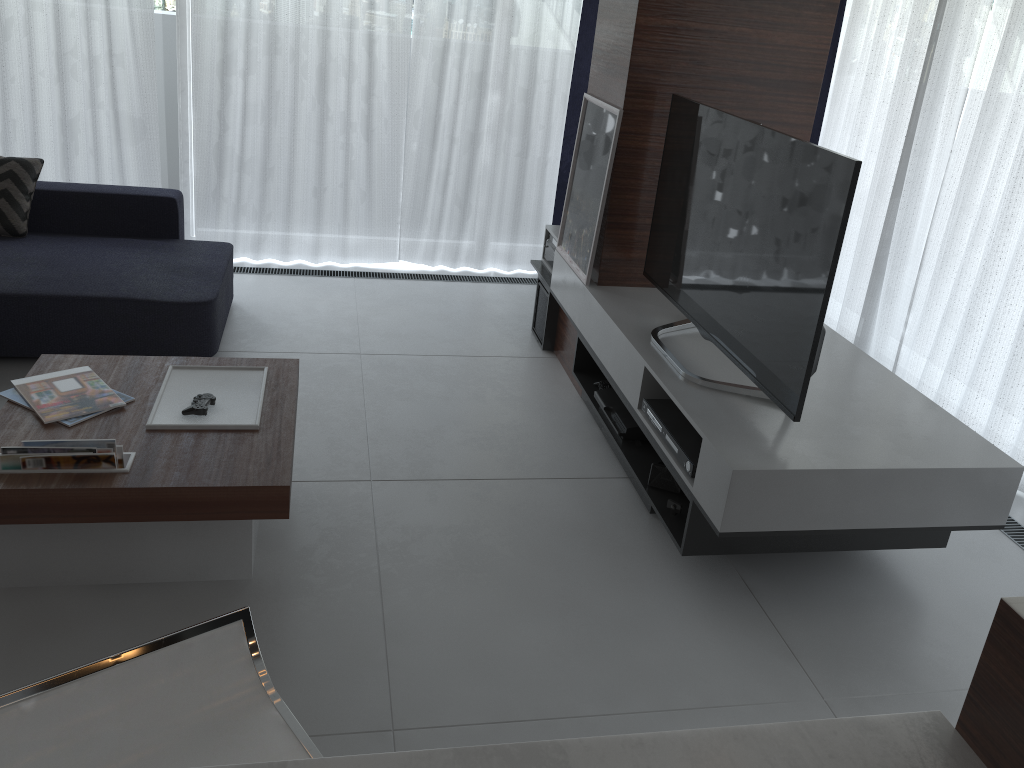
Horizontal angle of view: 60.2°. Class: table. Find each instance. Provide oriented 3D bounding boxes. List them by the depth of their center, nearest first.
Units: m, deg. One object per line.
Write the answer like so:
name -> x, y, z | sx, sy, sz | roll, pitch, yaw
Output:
table -> -1.054, 0.230, 2.594 | 0.805, 0.342, 0.825 | 1, 24, -12

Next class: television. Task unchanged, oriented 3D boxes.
television -> 0.692, -0.444, 2.816 | 0.297, 0.763, 1.268 | 2, 23, -13

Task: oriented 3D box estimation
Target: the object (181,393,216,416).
object -> -0.911, 0.056, 2.576 | 0.070, 0.035, 0.116 | 6, 24, -1

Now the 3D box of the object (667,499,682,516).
object -> 0.501, 0.381, 2.706 | 0.043, 0.042, 0.045 | 1, 23, -12

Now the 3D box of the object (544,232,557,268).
object -> 0.370, -0.615, 4.288 | 0.368, 0.146, 0.381 | 1, 24, -12

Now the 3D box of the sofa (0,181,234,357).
sofa -> -2.032, -0.169, 2.939 | 1.898, 0.591, 2.962 | 1, 24, -12

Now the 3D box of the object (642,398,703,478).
object -> 0.629, 0.164, 2.730 | 0.335, 0.051, 0.444 | 1, 25, -12

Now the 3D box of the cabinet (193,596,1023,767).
cabinet -> 0.094, 0.125, 0.499 | 3.332, 2.478, 0.809 | 1, 21, -13

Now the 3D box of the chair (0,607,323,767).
chair -> -0.417, 0.763, 1.141 | 0.399, 0.688, 0.474 | -11, 27, -38

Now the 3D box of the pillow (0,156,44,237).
pillow -> -2.346, -0.856, 3.939 | 0.414, 0.335, 0.295 | 3, 22, -8

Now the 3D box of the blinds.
blinds -> -1.222, -0.804, 1.983 | 7.129, 2.693, 5.981 | 2, 24, -9

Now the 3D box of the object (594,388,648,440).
object -> 0.496, 0.110, 3.280 | 0.313, 0.065, 0.324 | 1, 24, -12

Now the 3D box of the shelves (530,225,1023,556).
shelves -> 0.737, -0.057, 3.499 | 0.872, 0.485, 2.423 | 1, 24, -12

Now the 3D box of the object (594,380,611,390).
object -> 0.362, 0.013, 3.502 | 0.070, 0.035, 0.116 | 6, 24, -1

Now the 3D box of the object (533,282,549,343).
object -> 0.259, -0.340, 4.269 | 0.254, 0.244, 0.220 | 1, 23, -13

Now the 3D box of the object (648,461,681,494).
object -> 0.520, 0.275, 2.909 | 0.117, 0.077, 0.188 | 13, 24, 15

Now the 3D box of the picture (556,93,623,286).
picture -> 0.309, -0.820, 3.659 | 0.053, 0.680, 0.515 | 2, 22, -13
